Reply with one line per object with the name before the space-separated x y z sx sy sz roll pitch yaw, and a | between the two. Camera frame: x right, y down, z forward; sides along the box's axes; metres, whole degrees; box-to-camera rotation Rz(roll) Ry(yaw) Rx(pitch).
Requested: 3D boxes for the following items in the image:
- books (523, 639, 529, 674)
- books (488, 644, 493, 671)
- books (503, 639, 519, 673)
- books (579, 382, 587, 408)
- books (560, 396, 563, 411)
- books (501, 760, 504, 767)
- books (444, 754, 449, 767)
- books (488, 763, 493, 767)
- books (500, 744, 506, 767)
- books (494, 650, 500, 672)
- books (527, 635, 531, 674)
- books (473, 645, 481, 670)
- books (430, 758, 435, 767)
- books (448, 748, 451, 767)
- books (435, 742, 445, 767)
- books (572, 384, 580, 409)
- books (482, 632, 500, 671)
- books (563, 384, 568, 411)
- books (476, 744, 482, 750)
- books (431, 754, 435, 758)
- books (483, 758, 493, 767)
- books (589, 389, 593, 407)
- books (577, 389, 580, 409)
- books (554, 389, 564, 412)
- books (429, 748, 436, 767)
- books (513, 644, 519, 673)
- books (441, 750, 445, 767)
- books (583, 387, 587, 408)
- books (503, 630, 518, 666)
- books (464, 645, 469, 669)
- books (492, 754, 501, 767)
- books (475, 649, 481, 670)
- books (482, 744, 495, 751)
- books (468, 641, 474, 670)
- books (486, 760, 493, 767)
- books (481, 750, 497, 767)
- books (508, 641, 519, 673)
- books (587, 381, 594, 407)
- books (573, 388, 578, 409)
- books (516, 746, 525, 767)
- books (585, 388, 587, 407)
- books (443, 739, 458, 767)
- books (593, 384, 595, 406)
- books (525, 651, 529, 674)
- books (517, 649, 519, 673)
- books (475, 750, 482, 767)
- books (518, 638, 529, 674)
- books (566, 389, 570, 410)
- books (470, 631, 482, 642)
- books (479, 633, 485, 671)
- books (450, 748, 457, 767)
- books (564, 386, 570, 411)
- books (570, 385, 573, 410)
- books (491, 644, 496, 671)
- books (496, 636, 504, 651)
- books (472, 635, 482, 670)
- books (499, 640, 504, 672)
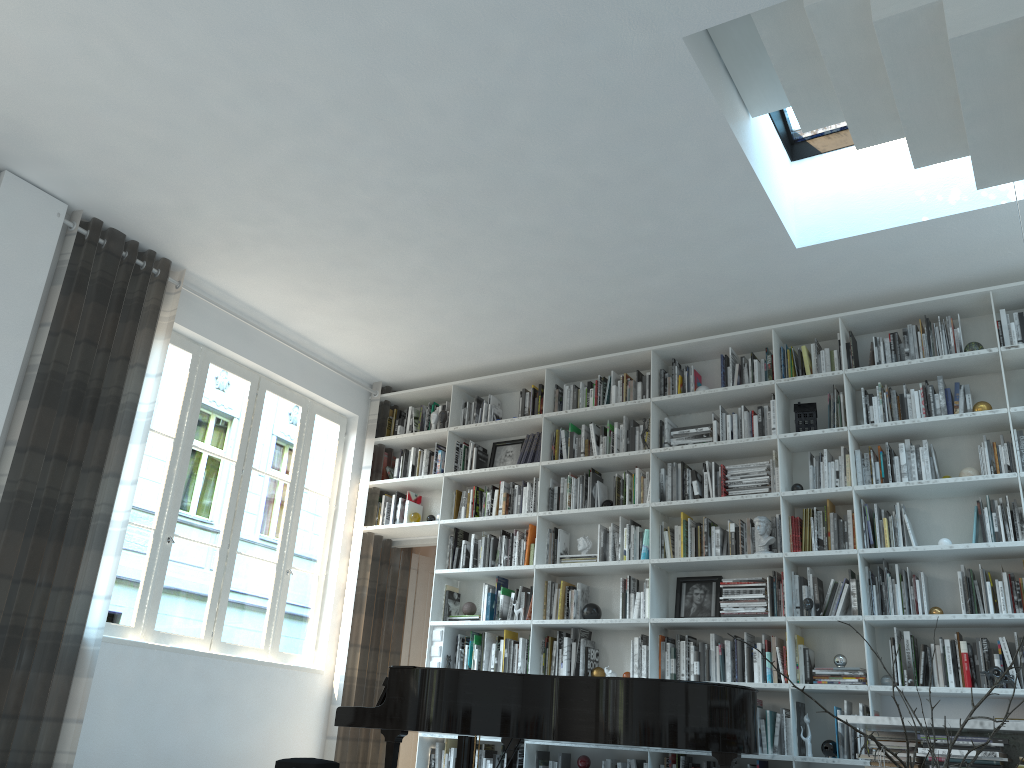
books | 0.123 1.884 6.046 0.013 0.259 0.143 -9 -25 30
books | -0.113 1.941 6.186 0.045 0.229 0.138 -9 -25 30
books | 0.004 1.895 6.095 0.028 0.259 0.181 -9 -25 30
books | 0.540 0.135 6.542 0.010 0.263 0.161 -9 -25 30
books | 0.397 0.201 6.622 0.024 0.182 0.134 -9 -25 30
books | -0.028 2.593 5.839 0.024 0.213 0.137 -9 -25 30
books | -0.412 2.645 6.047 0.022 0.225 0.155 -9 -25 30
books | -0.098 2.604 5.843 0.031 0.187 0.190 -9 -25 30
books | -0.040 2.552 5.867 0.013 0.309 0.131 -9 -25 30
books | -0.061 1.943 6.117 0.029 0.181 0.190 -9 -25 30
books | 0.161 1.857 6.009 0.014 0.285 0.180 -9 -25 30
books | -0.214 1.952 6.215 0.015 0.218 0.190 -9 -25 30
books | -0.503 2.671 6.079 0.029 0.189 0.177 -9 -25 30
books | -0.383 2.619 6.025 0.013 0.260 0.174 -9 -25 30
books | -0.467 2.624 6.095 0.045 0.292 0.182 -9 -25 30
books | 0.492 0.148 6.565 0.012 0.249 0.174 -9 -25 30
books | -0.144 1.904 6.200 0.012 0.305 0.190 -9 -25 30
books | 0.424 0.157 6.637 0.021 0.278 0.141 -9 -25 30
books | -0.268 2.585 5.973 0.013 0.299 0.184 -9 -25 30
books | -0.511 2.672 6.117 0.023 0.215 0.159 -9 -25 30
books | -0.140 2.600 5.881 0.021 0.217 0.191 -9 -25 30
books | 0.615 0.154 6.494 0.030 0.200 0.152 -9 -25 30
books | 0.527 0.162 6.536 0.015 0.206 0.167 -9 -25 30
books | 0.368 0.174 6.634 0.029 0.236 0.156 -9 -25 30
books | -0.525 2.657 6.133 0.012 0.253 0.161 -9 -25 30
books | 0.059 1.909 6.077 0.025 0.228 0.153 -9 -25 30
books | -0.436 2.644 6.074 0.024 0.245 0.143 -9 -25 30
books | 0.568 0.155 6.548 0.025 0.234 0.130 -9 -25 30
books | -0.011 1.873 6.125 0.021 0.321 0.172 -9 -25 30
books | -0.278 1.964 6.253 0.015 0.216 0.180 -9 -25 30
books | -0.073 2.574 5.840 0.023 0.243 0.188 -9 -25 30
books | -0.203 1.962 6.198 0.016 0.188 0.184 -9 -25 30
books | -0.164 2.573 5.933 0.014 0.303 0.140 -9 -25 30
books | -0.253 1.944 6.237 0.009 0.243 0.185 -9 -25 30
books | -0.119 2.602 5.866 0.028 0.205 0.171 -9 -25 30
books | -0.158 2.582 5.902 0.025 0.265 0.160 -9 -25 30
books | 0.030 1.898 6.083 0.028 0.248 0.159 -9 -25 30
books | 0.597 0.131 6.528 0.028 0.267 0.152 -9 -25 30
books | 0.502 0.160 6.537 0.029 0.207 0.179 -9 -25 30
books | 0.073 2.525 5.773 0.012 0.302 0.166 -9 -25 30
books | 0.579 0.158 6.529 0.012 0.215 0.150 -9 -25 30
books | -0.420 2.607 6.077 0.011 0.317 0.158 -9 -25 30
books | 0.633 0.134 6.487 0.013 0.233 0.155 -9 -25 30
books | 0.144 1.916 6.018 0.041 0.180 0.142 -9 -25 30
books | 0.080 1.923 6.061 0.023 0.193 0.140 -9 -25 30
books | -0.194 2.588 5.923 0.031 0.265 0.187 -9 -25 30
books | 0.100 1.877 6.041 0.021 0.264 0.186 -9 -25 30
books | 0.456 0.168 6.581 0.023 0.219 0.182 -9 -25 30
books | -0.261 1.921 6.273 0.006 0.313 0.146 -9 -25 30
books | -0.163 1.904 6.197 0.019 0.299 0.180 -9 -25 30
books | -0.365 2.616 6.021 0.023 0.265 0.177 -9 -25 30
books | 0.436 0.158 6.604 0.031 0.253 0.146 -9 -25 30
books | 0.479 0.151 6.577 0.023 0.250 0.171 -9 -25 30
books | -0.090 1.930 6.155 0.027 0.229 0.159 -9 -25 30
books | -0.072 1.903 6.153 0.014 0.280 0.150 -9 -25 30
books | -0.224 1.920 6.228 0.007 0.285 0.183 -9 -25 30
books | -0.030 1.909 6.125 0.026 0.253 0.177 -9 -25 30
